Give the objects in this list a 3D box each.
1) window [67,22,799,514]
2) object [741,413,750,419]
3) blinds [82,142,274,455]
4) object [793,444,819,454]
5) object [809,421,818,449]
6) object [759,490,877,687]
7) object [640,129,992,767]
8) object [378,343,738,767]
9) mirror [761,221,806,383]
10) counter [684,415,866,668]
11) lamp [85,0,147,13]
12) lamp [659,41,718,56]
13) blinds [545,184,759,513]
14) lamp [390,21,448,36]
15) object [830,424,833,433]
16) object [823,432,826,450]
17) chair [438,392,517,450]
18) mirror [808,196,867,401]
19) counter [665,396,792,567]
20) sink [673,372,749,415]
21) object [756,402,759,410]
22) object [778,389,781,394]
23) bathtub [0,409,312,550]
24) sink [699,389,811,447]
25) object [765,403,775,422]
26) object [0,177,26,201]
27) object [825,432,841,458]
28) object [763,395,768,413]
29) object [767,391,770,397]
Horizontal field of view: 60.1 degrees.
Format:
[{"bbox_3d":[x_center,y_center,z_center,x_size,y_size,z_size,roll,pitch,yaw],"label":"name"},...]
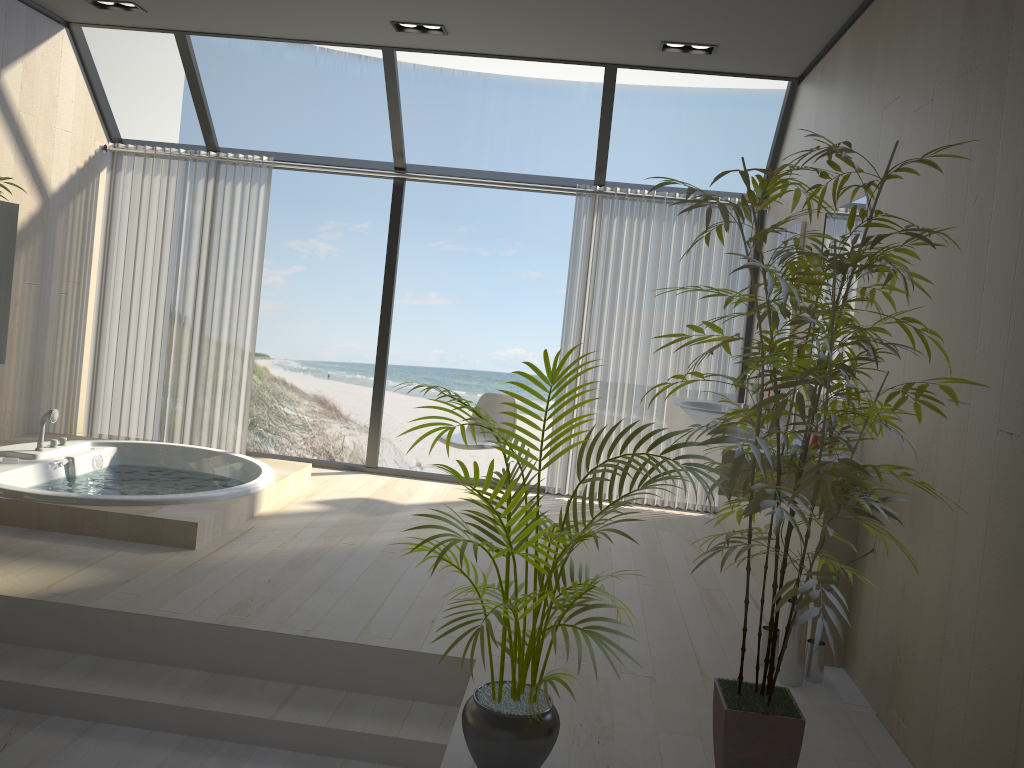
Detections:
[{"bbox_3d":[-0.671,-0.738,5.806,4.562,2.810,0.746,6,1,5],"label":"window"},{"bbox_3d":[1.270,0.172,4.703,0.032,0.029,0.105,3,5,-45],"label":"object"},{"bbox_3d":[-2.310,-0.588,6.146,1.183,2.067,0.084,6,1,5],"label":"blinds"},{"bbox_3d":[1.164,0.259,3.502,0.032,0.029,0.105,3,5,-45],"label":"object"},{"bbox_3d":[1.219,0.210,3.564,0.039,0.134,0.039,4,2,-44],"label":"object"},{"bbox_3d":[1.137,0.709,3.214,0.406,0.748,0.274,6,2,-7],"label":"object"},{"bbox_3d":[0.771,0.236,2.301,0.789,1.754,0.934,7,2,30],"label":"object"},{"bbox_3d":[-0.003,0.443,2.330,0.919,1.155,0.749,8,3,38],"label":"object"},{"bbox_3d":[1.534,-0.456,5.033,0.023,0.867,0.654,6,2,5],"label":"mirror"},{"bbox_3d":[1.089,0.627,3.958,0.551,0.789,1.208,6,4,5],"label":"counter"},{"bbox_3d":[-2.299,-2.251,5.146,0.301,0.112,0.164,6,4,5],"label":"lamp"},{"bbox_3d":[0.971,-1.896,4.864,0.301,0.112,0.164,6,4,5],"label":"lamp"},{"bbox_3d":[0.916,-0.238,5.867,1.183,2.067,0.084,6,1,5],"label":"blinds"},{"bbox_3d":[-0.517,-2.057,4.992,0.301,0.112,0.164,6,4,5],"label":"lamp"},{"bbox_3d":[1.240,0.196,3.450,0.012,0.178,0.050,7,2,44],"label":"object"},{"bbox_3d":[1.293,0.210,3.651,0.039,0.134,0.039,4,2,-44],"label":"object"},{"bbox_3d":[-0.200,0.239,5.619,0.370,0.347,0.454,8,4,33],"label":"chair"},{"bbox_3d":[1.471,-0.378,3.998,0.023,0.867,0.654,6,2,5],"label":"mirror"},{"bbox_3d":[1.194,0.540,5.160,0.551,0.789,1.208,6,4,5],"label":"counter"},{"bbox_3d":[1.186,0.125,5.121,0.504,0.418,0.575,6,3,8],"label":"sink"},{"bbox_3d":[1.324,0.123,4.766,0.038,0.134,0.039,5,2,-37],"label":"object"},{"bbox_3d":[1.379,0.113,4.664,0.054,0.175,0.012,7,2,30],"label":"object"},{"bbox_3d":[-2.253,0.538,4.889,1.822,0.697,1.651,6,4,5],"label":"bathtub"},{"bbox_3d":[1.081,0.212,3.920,0.504,0.418,0.575,6,3,8],"label":"sink"},{"bbox_3d":[1.362,0.152,4.674,0.058,0.100,0.058,6,2,11],"label":"object"},{"bbox_3d":[-2.754,-0.240,3.736,0.789,1.754,0.934,7,2,30],"label":"object"},{"bbox_3d":[1.257,0.239,3.472,0.058,0.100,0.058,6,2,15],"label":"object"},{"bbox_3d":[1.398,0.123,4.852,0.038,0.134,0.039,5,2,-37],"label":"object"},{"bbox_3d":[1.345,0.109,4.651,0.012,0.178,0.050,7,2,44],"label":"object"}]
